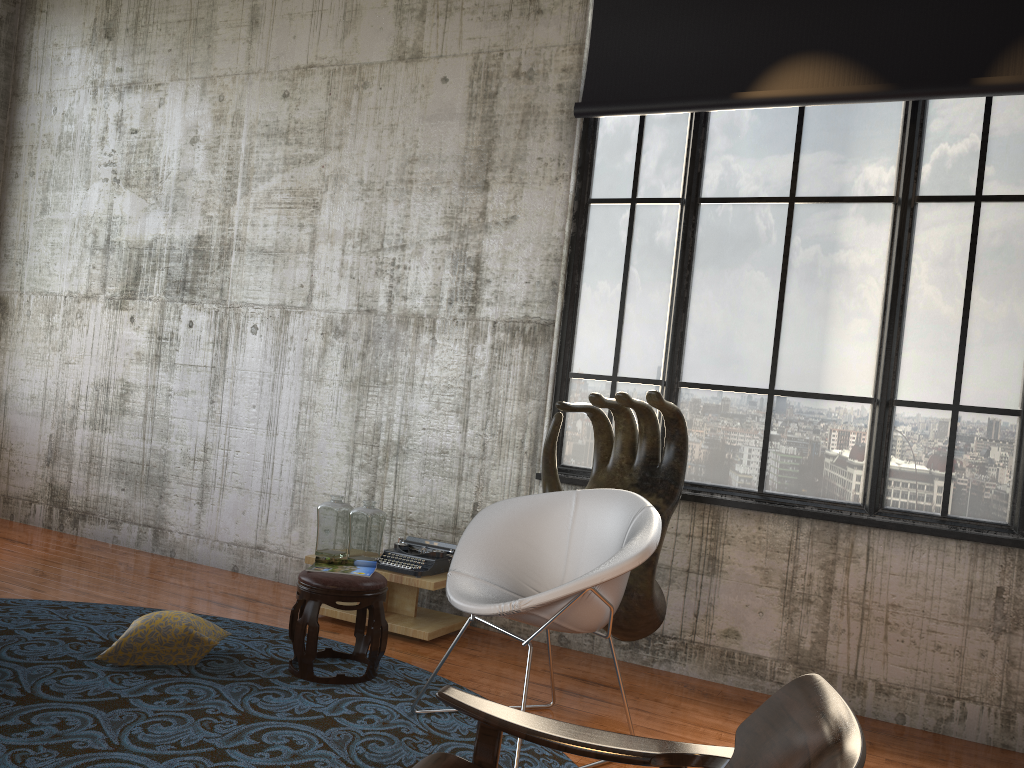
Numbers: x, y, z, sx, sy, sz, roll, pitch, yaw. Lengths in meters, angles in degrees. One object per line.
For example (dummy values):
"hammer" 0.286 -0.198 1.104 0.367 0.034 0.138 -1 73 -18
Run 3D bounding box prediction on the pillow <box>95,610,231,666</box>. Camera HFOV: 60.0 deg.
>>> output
"pillow" -1.606 1.188 4.154 0.504 0.247 0.481 6 -1 -8

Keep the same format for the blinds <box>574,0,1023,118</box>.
"blinds" 1.543 -2.158 4.588 2.440 1.464 0.151 6 0 26

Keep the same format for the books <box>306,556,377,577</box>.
"books" -0.813 0.875 4.250 0.300 0.043 0.229 6 -2 0

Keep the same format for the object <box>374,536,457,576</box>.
"object" -0.567 0.988 5.089 0.423 0.153 0.382 5 -2 26

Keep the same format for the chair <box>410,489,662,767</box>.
"chair" 0.122 0.929 3.605 0.807 1.030 1.056 6 -1 -25

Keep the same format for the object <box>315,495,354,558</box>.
"object" -1.052 0.839 5.236 0.163 0.361 0.163 6 0 24

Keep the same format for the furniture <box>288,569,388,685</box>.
"furniture" -0.823 1.126 4.211 0.432 0.477 0.431 6 -1 -19

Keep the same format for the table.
"table" -0.727 1.230 5.179 0.874 0.359 0.476 5 -1 26

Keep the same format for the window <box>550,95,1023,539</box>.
"window" 1.503 -1.027 4.746 2.576 3.435 0.050 6 0 26

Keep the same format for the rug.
"rug" -2.020 1.188 2.555 4.851 0.009 4.843 7 -2 -18

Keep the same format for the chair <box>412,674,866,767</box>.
"chair" 0.134 0.998 1.844 1.042 0.793 0.876 6 -1 16

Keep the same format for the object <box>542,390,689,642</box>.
"object" 0.491 0.669 4.520 0.726 1.296 0.457 6 0 38

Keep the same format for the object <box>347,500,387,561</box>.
"object" -0.844 0.858 5.136 0.163 0.361 0.163 6 0 28
